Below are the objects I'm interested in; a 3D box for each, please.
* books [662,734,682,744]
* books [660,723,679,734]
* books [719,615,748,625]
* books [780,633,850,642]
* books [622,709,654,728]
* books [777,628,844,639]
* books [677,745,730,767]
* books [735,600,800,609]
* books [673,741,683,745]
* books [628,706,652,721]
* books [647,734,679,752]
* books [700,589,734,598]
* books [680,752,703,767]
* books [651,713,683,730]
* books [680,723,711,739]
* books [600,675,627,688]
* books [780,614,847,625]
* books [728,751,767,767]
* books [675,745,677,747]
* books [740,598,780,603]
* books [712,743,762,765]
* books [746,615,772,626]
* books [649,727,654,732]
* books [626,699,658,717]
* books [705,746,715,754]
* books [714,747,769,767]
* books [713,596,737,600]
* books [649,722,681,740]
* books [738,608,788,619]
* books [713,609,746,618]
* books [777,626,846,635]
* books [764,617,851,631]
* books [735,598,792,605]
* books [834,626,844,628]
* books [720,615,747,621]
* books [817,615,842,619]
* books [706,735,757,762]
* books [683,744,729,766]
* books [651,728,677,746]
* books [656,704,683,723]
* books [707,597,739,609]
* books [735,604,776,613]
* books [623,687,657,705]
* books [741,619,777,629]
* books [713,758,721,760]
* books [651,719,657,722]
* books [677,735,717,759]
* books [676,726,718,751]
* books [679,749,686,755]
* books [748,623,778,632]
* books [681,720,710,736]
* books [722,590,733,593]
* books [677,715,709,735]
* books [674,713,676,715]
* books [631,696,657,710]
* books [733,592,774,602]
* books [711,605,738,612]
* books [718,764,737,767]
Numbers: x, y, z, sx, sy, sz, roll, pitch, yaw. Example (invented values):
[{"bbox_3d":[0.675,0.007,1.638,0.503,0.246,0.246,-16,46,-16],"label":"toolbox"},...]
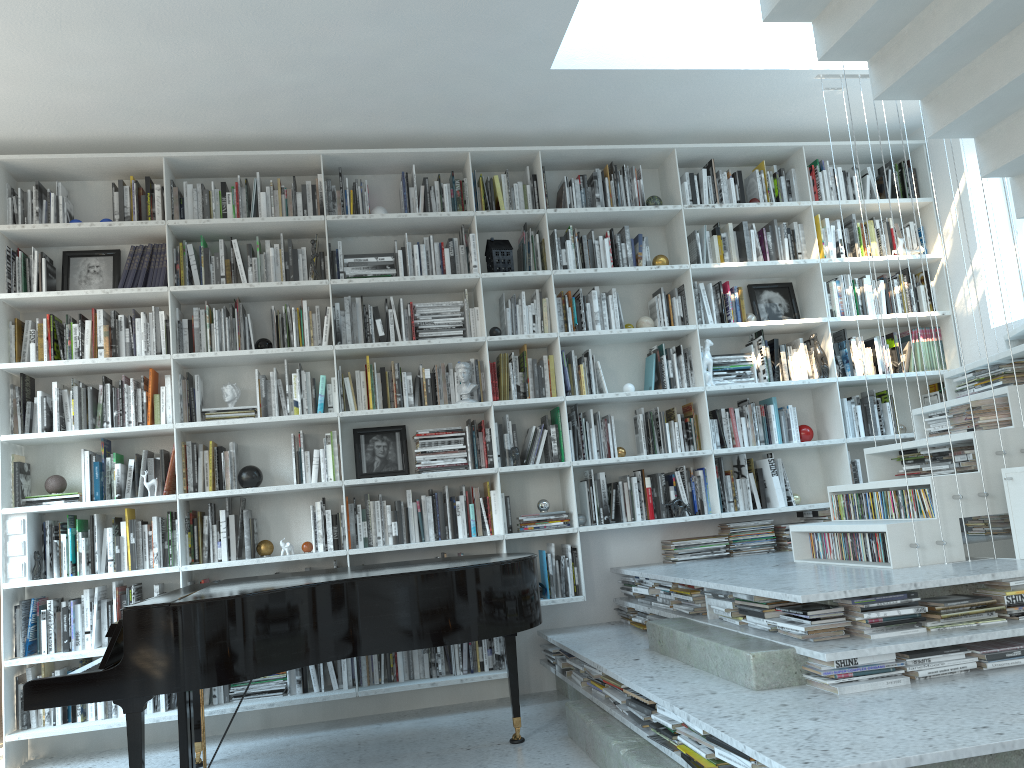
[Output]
[{"bbox_3d":[0.609,1.204,3.082,0.180,0.008,0.268,-4,-9,-12],"label":"books"},{"bbox_3d":[0.606,1.175,3.086,0.171,0.007,0.261,-4,-9,-8],"label":"books"},{"bbox_3d":[0.985,0.998,3.777,0.132,0.016,0.262,-5,-8,-6],"label":"books"},{"bbox_3d":[1.094,0.906,3.211,0.144,0.009,0.250,-4,-9,-11],"label":"books"},{"bbox_3d":[0.547,1.262,3.377,0.189,0.009,0.291,-4,-9,-8],"label":"books"},{"bbox_3d":[1.077,0.896,3.210,0.161,0.014,0.212,-4,-8,-7],"label":"books"},{"bbox_3d":[0.653,1.160,2.787,0.191,0.006,0.275,-4,-9,-9],"label":"books"},{"bbox_3d":[1.015,0.857,3.490,0.168,0.013,0.282,-3,-9,-14],"label":"books"},{"bbox_3d":[0.615,1.212,3.082,0.159,0.009,0.276,-4,-9,-8],"label":"books"},{"bbox_3d":[0.555,1.243,3.381,0.177,0.011,0.220,-4,-9,-9],"label":"books"},{"bbox_3d":[0.600,1.233,3.076,0.193,0.005,0.225,-3,-9,-15],"label":"books"},{"bbox_3d":[0.948,0.889,3.787,0.192,0.014,0.257,-3,-9,-15],"label":"books"},{"bbox_3d":[0.651,1.179,2.784,0.191,0.016,0.209,-5,-8,-6],"label":"books"},{"bbox_3d":[0.603,1.163,3.087,0.180,0.016,0.183,-3,-9,-14],"label":"books"},{"bbox_3d":[0.659,1.088,2.799,0.175,0.006,0.252,-4,-9,-11],"label":"books"},{"bbox_3d":[0.493,1.228,3.691,0.179,0.012,0.250,-3,-9,-14],"label":"books"},{"bbox_3d":[1.090,0.848,3.219,0.137,0.012,0.243,-4,-9,-10],"label":"books"},{"bbox_3d":[0.708,1.037,2.502,0.165,0.015,0.243,-4,-8,-7],"label":"books"},{"bbox_3d":[0.619,1.226,3.081,0.147,0.008,0.236,-5,-8,-6],"label":"books"},{"bbox_3d":[1.014,0.840,3.492,0.170,0.008,0.208,-4,-9,-8],"label":"books"},{"bbox_3d":[0.700,1.025,2.503,0.176,0.010,0.266,-3,-9,-15],"label":"books"},{"bbox_3d":[1.032,0.917,3.484,0.155,0.028,0.190,-4,-9,-10],"label":"books"},{"bbox_3d":[0.570,1.278,3.379,0.142,0.012,0.291,-4,-8,-7],"label":"books"},{"bbox_3d":[0.555,1.225,3.384,0.160,0.025,0.244,-3,-9,-16],"label":"books"},{"bbox_3d":[0.665,1.120,2.795,0.150,0.004,0.291,-4,-8,-7],"label":"books"},{"bbox_3d":[0.710,1.057,2.500,0.156,0.027,0.288,-3,-9,-16],"label":"books"},{"bbox_3d":[0.972,0.903,3.789,0.145,0.017,0.209,-3,-9,-16],"label":"books"},{"bbox_3d":[0.602,1.195,3.083,0.189,0.013,0.215,-3,-9,-13],"label":"books"},{"bbox_3d":[1.021,0.890,3.486,0.177,0.026,0.230,-4,-9,-11],"label":"books"},{"bbox_3d":[0.974,0.966,3.780,0.167,0.024,0.192,-4,-9,-10],"label":"books"},{"bbox_3d":[1.082,0.881,3.213,0.152,0.015,0.208,-3,-9,-14],"label":"books"},{"bbox_3d":[1.067,0.862,3.213,0.184,0.014,0.297,-4,-9,-12],"label":"books"},{"bbox_3d":[1.015,0.847,3.491,0.171,0.007,0.261,-3,-9,-13],"label":"books"},{"bbox_3d":[1.088,0.871,3.215,0.134,0.006,0.227,-4,-8,-7],"label":"books"},{"bbox_3d":[0.993,0.984,3.781,0.136,0.013,0.258,-4,-9,-11],"label":"books"},{"bbox_3d":[1.110,0.836,3.225,0.091,0.011,0.190,-3,-9,-13],"label":"books"},{"bbox_3d":[0.692,1.014,2.503,0.192,0.014,0.257,-3,-9,-15],"label":"books"},{"bbox_3d":[0.667,1.153,2.791,0.170,0.006,0.268,-4,-9,-11],"label":"books"},{"bbox_3d":[0.614,1.219,3.081,0.171,0.005,0.298,-4,-9,-12],"label":"books"},{"bbox_3d":[0.615,1.141,3.093,0.141,0.028,0.223,-3,-9,-16],"label":"books"},{"bbox_3d":[0.964,0.926,3.784,0.174,0.029,0.250,-3,-9,-13],"label":"books"},{"bbox_3d":[1.014,0.873,3.487,0.187,0.009,0.251,-4,-9,-11],"label":"books"},{"bbox_3d":[0.549,1.181,3.390,0.170,0.014,0.281,-3,-9,-14],"label":"books"},{"bbox_3d":[1.029,0.935,3.480,0.154,0.007,0.293,-4,-9,-8],"label":"books"},{"bbox_3d":[0.674,1.143,2.793,0.154,0.014,0.197,-4,-9,-11],"label":"books"},{"bbox_3d":[0.565,1.252,3.382,0.147,0.008,0.291,-3,-9,-15],"label":"books"},{"bbox_3d":[0.653,1.130,2.792,0.191,0.015,0.246,-4,-9,-10],"label":"books"},{"bbox_3d":[0.652,1.106,2.795,0.168,0.013,0.282,-3,-9,-16],"label":"books"},{"bbox_3d":[0.660,1.167,2.787,0.178,0.009,0.277,-3,-9,-13],"label":"books"},{"bbox_3d":[1.034,0.947,3.479,0.142,0.020,0.231,-5,-8,-6],"label":"books"},{"bbox_3d":[0.648,1.072,2.800,0.178,0.010,0.196,-5,-8,-6],"label":"books"},{"bbox_3d":[0.976,0.873,3.795,0.134,0.014,0.181,-5,-8,-6],"label":"books"},{"bbox_3d":[0.646,1.060,2.801,0.182,0.016,0.257,-4,-9,-8],"label":"books"},{"bbox_3d":[0.611,1.121,3.095,0.139,0.013,0.288,-5,-8,-6],"label":"books"},{"bbox_3d":[0.564,1.204,3.389,0.142,0.017,0.240,-3,-9,-15],"label":"books"},{"bbox_3d":[0.999,0.826,3.492,0.189,0.022,0.238,-5,-8,-6],"label":"books"},{"bbox_3d":[0.961,0.948,3.780,0.178,0.015,0.188,-5,-8,-6],"label":"books"},{"bbox_3d":[0.702,1.099,2.492,0.187,0.017,0.206,-5,-8,-6],"label":"books"}]
